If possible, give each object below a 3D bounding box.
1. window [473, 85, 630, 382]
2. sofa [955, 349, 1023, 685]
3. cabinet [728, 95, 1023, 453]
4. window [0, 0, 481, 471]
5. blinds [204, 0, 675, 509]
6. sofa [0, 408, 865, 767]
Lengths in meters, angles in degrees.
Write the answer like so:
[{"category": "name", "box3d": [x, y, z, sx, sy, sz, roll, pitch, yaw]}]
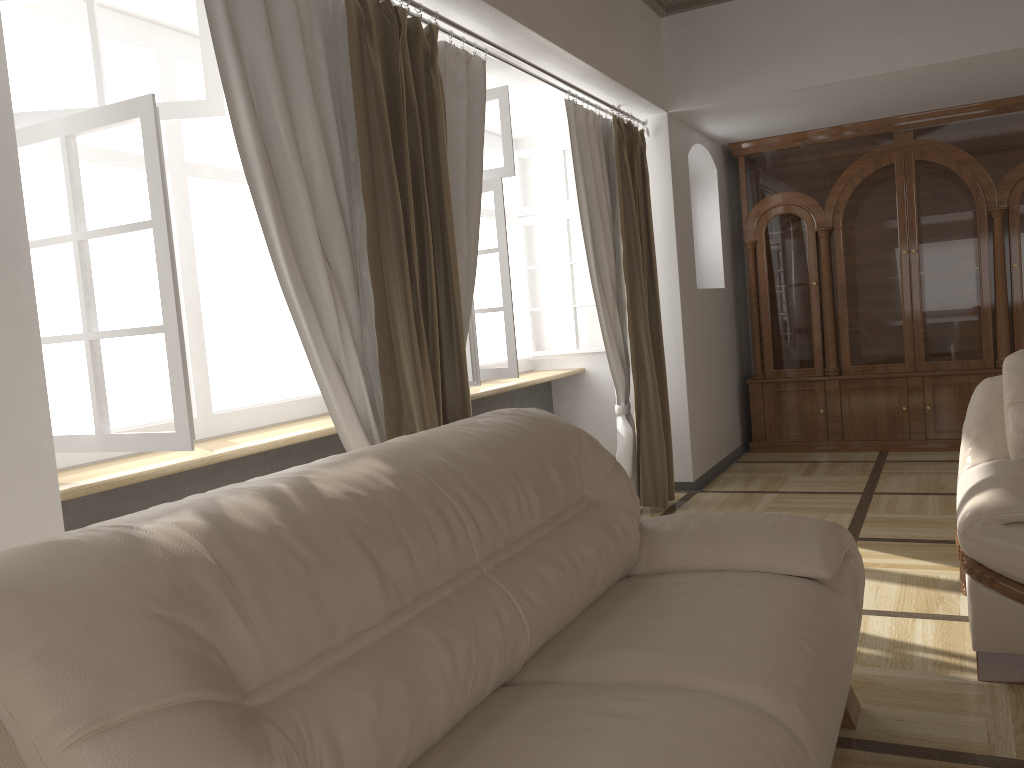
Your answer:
[{"category": "window", "box3d": [-0.005, -0.762, 4.933, 0.782, 1.500, 1.653, -3, 5, 26]}, {"category": "sofa", "box3d": [2.069, 0.331, 2.683, 1.318, 0.900, 1.052, -3, 5, 26]}, {"category": "cabinet", "box3d": [2.857, -0.702, 6.320, 2.360, 2.298, 0.587, -3, 5, 26]}, {"category": "window", "box3d": [-0.890, -0.559, 3.163, 0.784, 1.500, 1.759, -3, 5, 26]}, {"category": "blinds", "box3d": [-0.371, -0.181, 2.853, 0.285, 2.294, 5.765, -3, 5, 26]}, {"category": "sofa", "box3d": [0.042, 0.572, 1.729, 1.051, 0.900, 2.135, -3, 5, 26]}]
